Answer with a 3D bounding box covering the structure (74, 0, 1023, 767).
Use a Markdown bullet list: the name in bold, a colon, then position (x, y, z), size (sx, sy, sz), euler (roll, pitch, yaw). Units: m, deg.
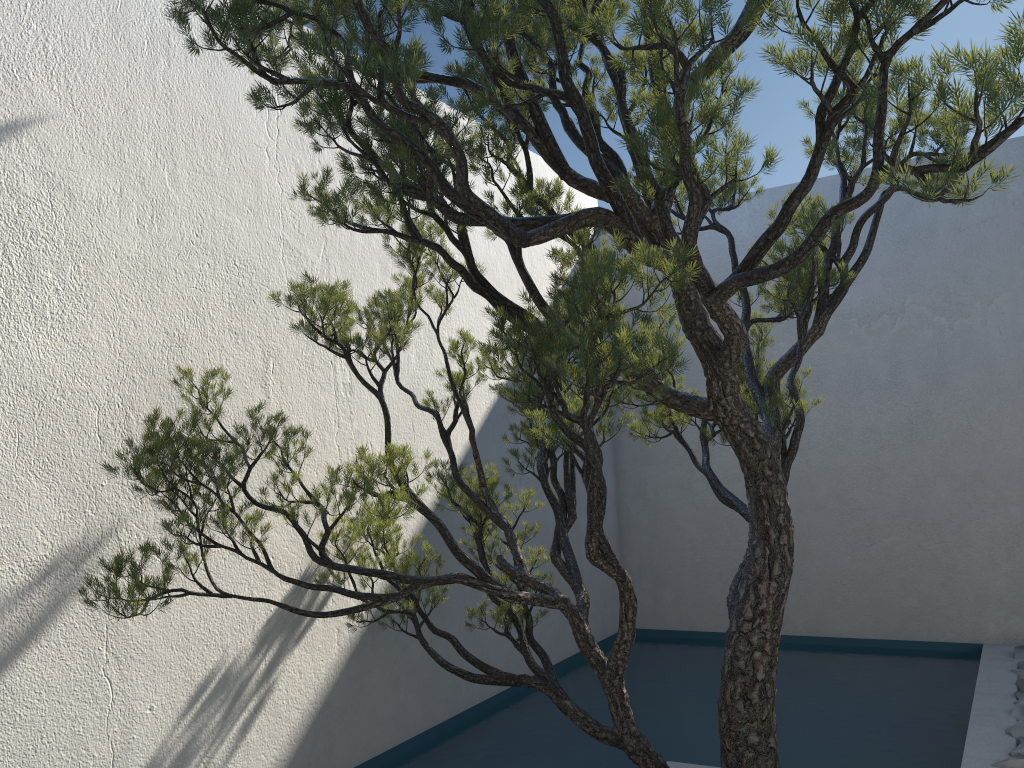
- **structure**: position (0.292, -0.073, 2.687), size (2.592, 3.464, 2.520), euler (-5, -2, 23)
